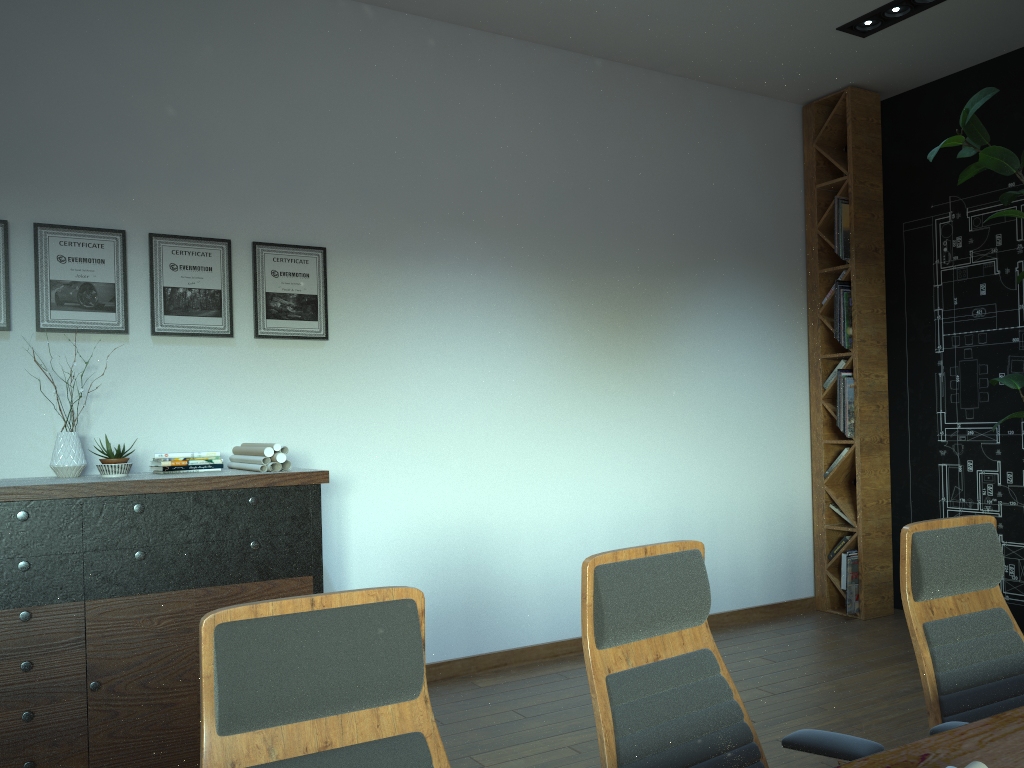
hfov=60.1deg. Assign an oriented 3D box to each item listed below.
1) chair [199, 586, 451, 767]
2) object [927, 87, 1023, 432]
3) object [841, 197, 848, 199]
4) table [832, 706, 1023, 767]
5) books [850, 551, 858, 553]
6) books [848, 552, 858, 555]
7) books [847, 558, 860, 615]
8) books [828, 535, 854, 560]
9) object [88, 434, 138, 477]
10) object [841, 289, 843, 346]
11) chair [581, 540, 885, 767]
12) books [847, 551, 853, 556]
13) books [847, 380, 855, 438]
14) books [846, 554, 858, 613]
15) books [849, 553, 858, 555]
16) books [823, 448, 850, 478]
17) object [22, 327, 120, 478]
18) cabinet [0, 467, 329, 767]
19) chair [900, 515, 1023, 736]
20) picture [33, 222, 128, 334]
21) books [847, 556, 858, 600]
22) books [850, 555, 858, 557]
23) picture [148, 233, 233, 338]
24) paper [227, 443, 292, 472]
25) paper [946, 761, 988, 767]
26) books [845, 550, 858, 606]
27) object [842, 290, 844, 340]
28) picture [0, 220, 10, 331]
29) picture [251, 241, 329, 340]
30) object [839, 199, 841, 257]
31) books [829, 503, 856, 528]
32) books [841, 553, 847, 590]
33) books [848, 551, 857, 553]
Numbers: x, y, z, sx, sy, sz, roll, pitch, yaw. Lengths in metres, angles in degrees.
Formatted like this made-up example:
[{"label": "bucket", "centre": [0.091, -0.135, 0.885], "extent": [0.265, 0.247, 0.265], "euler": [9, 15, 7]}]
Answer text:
[{"label": "chair", "centre": [-0.166, 0.913, 1.271], "extent": [0.706, 1.127, 0.696], "euler": [-1, -1, -30]}, {"label": "object", "centre": [3.327, -0.154, 4.438], "extent": [2.037, 3.367, 1.681], "euler": [-2, -1, 11]}, {"label": "object", "centre": [4.453, -1.319, 2.836], "extent": [0.397, 0.393, 7.986], "euler": [-1, -3, -31]}, {"label": "table", "centre": [1.122, 1.019, 0.836], "extent": [5.539, 0.797, 1.787], "euler": [0, -3, -31]}, {"label": "books", "centre": [4.509, 1.153, 2.829], "extent": [0.397, 0.396, 7.958], "euler": [-1, -3, -31]}, {"label": "books", "centre": [4.508, 1.155, 2.828], "extent": [0.397, 0.398, 7.950], "euler": [-1, -3, -31]}, {"label": "books", "centre": [4.488, 1.187, 2.816], "extent": [0.400, 0.383, 7.907], "euler": [-1, -3, -31]}, {"label": "books", "centre": [4.449, -0.274, 2.817], "extent": [0.160, 2.645, 8.428], "euler": [-1, -2, -31]}, {"label": "object", "centre": [-1.715, 0.307, 3.831], "extent": [0.177, 0.188, 0.153], "euler": [-2, -1, 9]}, {"label": "object", "centre": [2.453, -0.461, 6.237], "extent": [0.397, 0.390, 0.006], "euler": [-1, 0, -31]}, {"label": "chair", "centre": [0.521, 0.920, 1.807], "extent": [0.706, 1.127, 0.696], "euler": [-1, -1, -39]}, {"label": "books", "centre": [4.513, 1.143, 2.831], "extent": [0.389, 0.381, 7.991], "euler": [-1, -3, -31]}, {"label": "books", "centre": [4.486, -0.040, 2.835], "extent": [0.397, 0.398, 7.880], "euler": [-1, -3, -31]}, {"label": "books", "centre": [4.484, 1.170, 2.814], "extent": [0.398, 0.397, 7.922], "euler": [-1, -3, -31]}, {"label": "books", "centre": [4.511, 1.162, 2.830], "extent": [0.397, 0.396, 7.941], "euler": [-1, -3, -31]}, {"label": "books", "centre": [4.483, 0.343, 2.827], "extent": [0.233, 0.220, 8.434], "euler": [-1, -3, -31]}, {"label": "object", "centre": [-1.919, 0.076, 3.873], "extent": [0.444, 0.662, 0.213], "euler": [-1, 0, -15]}, {"label": "cabinet", "centre": [-1.987, 1.013, 3.599], "extent": [2.347, 1.233, 0.768], "euler": [0, -1, -31]}, {"label": "chair", "centre": [1.375, 0.915, 2.169], "extent": [0.706, 1.127, 0.696], "euler": [-1, -1, -30]}, {"label": "picture", "centre": [-1.970, -0.477, 4.056], "extent": [0.379, 0.484, 0.028], "euler": [-1, 0, -31]}, {"label": "books", "centre": [4.489, 1.179, 2.817], "extent": [0.398, 0.389, 7.913], "euler": [-1, -3, -31]}, {"label": "books", "centre": [4.515, 1.169, 2.832], "extent": [0.399, 0.383, 7.932], "euler": [-1, -3, -31]}, {"label": "picture", "centre": [-1.556, -0.473, 4.301], "extent": [0.379, 0.484, 0.028], "euler": [-1, 0, -31]}, {"label": "paper", "centre": [-1.180, 0.338, 4.131], "extent": [0.144, 0.124, 0.646], "euler": [-1, -3, -31]}, {"label": "paper", "centre": [1.424, 0.585, 1.107], "extent": [2.242, 0.083, 0.629], "euler": [-2, -3, 10]}, {"label": "books", "centre": [4.513, 1.139, 2.832], "extent": [0.383, 0.384, 7.999], "euler": [-1, -3, -31]}, {"label": "object", "centre": [2.464, -0.453, 6.234], "extent": [0.397, 0.390, 0.006], "euler": [-1, 0, -31]}, {"label": "picture", "centre": [-2.383, -0.478, 3.812], "extent": [0.379, 0.484, 0.028], "euler": [-1, 0, -31]}, {"label": "picture", "centre": [-1.136, -0.472, 4.549], "extent": [0.379, 0.484, 0.028], "euler": [-1, 0, -31]}, {"label": "object", "centre": [4.454, -1.294, 2.836], "extent": [0.397, 0.396, 7.933], "euler": [-1, -3, -31]}, {"label": "books", "centre": [2.448, 0.937, 6.369], "extent": [0.216, 0.159, 0.238], "euler": [0, -2, -31]}, {"label": "books", "centre": [4.478, 1.127, 2.827], "extent": [0.187, 0.295, 8.152], "euler": [-1, -3, -31]}, {"label": "books", "centre": [4.517, 1.146, 2.834], "extent": [0.385, 0.384, 7.983], "euler": [-1, -3, -31]}]
